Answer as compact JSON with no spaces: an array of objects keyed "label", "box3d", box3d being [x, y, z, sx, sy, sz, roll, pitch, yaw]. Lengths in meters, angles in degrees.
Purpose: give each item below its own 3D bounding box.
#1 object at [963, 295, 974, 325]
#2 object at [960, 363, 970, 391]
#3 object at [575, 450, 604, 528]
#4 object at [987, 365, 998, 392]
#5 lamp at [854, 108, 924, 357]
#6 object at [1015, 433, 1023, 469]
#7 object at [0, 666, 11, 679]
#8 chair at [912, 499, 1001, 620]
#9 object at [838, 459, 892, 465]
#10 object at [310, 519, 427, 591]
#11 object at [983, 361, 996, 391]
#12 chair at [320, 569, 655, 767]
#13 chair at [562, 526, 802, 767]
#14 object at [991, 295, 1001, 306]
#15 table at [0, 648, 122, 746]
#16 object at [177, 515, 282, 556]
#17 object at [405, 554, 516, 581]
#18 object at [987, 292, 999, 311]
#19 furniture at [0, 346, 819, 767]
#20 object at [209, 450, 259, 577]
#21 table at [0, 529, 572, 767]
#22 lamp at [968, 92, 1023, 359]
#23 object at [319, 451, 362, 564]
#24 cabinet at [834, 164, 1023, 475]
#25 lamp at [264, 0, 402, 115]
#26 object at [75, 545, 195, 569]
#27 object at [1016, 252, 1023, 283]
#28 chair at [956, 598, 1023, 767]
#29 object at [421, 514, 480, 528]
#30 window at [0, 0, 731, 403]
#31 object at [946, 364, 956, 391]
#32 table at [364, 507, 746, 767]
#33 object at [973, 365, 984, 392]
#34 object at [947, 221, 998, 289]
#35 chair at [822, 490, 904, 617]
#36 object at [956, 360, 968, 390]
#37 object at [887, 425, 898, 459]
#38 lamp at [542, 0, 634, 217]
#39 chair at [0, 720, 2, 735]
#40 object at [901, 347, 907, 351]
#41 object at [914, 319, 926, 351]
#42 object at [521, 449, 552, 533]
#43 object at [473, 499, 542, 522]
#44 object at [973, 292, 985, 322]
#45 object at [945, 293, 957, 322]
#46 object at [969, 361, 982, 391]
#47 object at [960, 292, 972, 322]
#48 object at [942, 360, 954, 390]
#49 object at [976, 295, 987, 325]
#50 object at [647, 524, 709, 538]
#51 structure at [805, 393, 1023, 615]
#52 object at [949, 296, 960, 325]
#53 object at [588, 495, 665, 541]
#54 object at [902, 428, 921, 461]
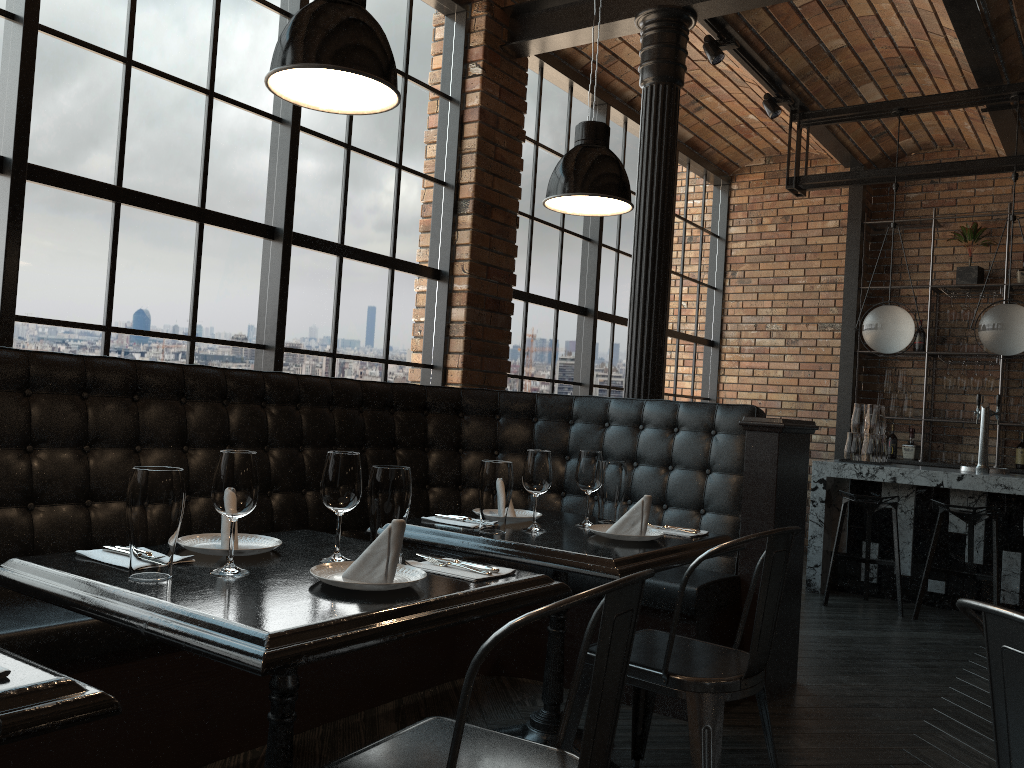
[{"label":"object","box3d":[3.918,-0.635,7.606,0.092,0.244,0.092,2,-2,41]},{"label":"object","box3d":[3.881,-0.063,7.591,0.092,0.244,0.092,2,-2,41]},{"label":"object","box3d":[0.250,0.340,2.892,0.092,0.244,0.092,4,-2,-4]},{"label":"object","box3d":[4.047,-0.056,7.475,0.092,0.244,0.092,2,-2,41]},{"label":"lamp","box3d":[2.676,-1.064,6.223,0.340,1.754,0.340,4,-2,-9]},{"label":"object","box3d":[4.177,0.547,7.258,0.086,0.299,0.086,4,-2,-6]},{"label":"object","box3d":[-0.754,0.340,1.091,0.255,0.019,0.157,3,-2,35]},{"label":"chair","box3d":[2.763,1.085,5.405,0.475,0.737,0.414,2,-2,40]},{"label":"object","box3d":[2.520,0.553,6.321,0.273,0.019,0.437,3,-2,35]},{"label":"object","box3d":[-0.285,0.334,1.783,0.232,0.139,0.232,3,-2,32]},{"label":"object","box3d":[3.953,-0.065,7.340,0.092,0.244,0.092,2,-2,41]},{"label":"chair","box3d":[-0.062,0.737,1.618,0.558,0.857,0.504,3,-2,30]},{"label":"chair","box3d":[0.485,0.797,2.506,0.558,0.857,0.504,2,-2,40]},{"label":"object","box3d":[4.084,-0.627,7.490,0.092,0.244,0.092,2,-2,41]},{"label":"table","box3d":[-1.112,0.702,0.985,0.872,0.758,0.872,3,-2,35]},{"label":"object","box3d":[-0.646,0.318,2.042,0.232,0.139,0.232,3,-2,29]},{"label":"object","box3d":[-0.133,0.405,1.986,0.255,0.019,0.157,3,-2,35]},{"label":"object","box3d":[3.990,-0.637,7.355,0.092,0.244,0.092,2,-2,41]},{"label":"furniture","box3d":[-1.027,0.515,2.271,1.979,1.212,5.451,3,-2,35]},{"label":"object","box3d":[-0.560,0.257,1.784,0.092,0.244,0.092,4,-2,-16]},{"label":"table","box3d":[-0.491,0.767,1.879,0.872,0.758,0.872,3,-2,35]},{"label":"lamp","box3d":[3.277,-1.037,5.804,0.340,1.754,0.340,4,-2,-9]},{"label":"object","box3d":[-0.384,0.274,1.980,0.092,0.244,0.092,4,-2,-4]},{"label":"cabinet","box3d":[4.399,-0.224,7.105,7.075,3.779,0.564,3,-2,35]},{"label":"lamp","box3d":[-0.333,-1.454,1.942,0.291,1.653,0.291,5,-2,-30]},{"label":"object","box3d":[-0.775,0.359,1.857,0.255,0.019,0.157,3,-2,35]},{"label":"object","box3d":[4.238,-0.949,7.319,0.123,0.279,0.123,3,-2,24]},{"label":"chair","box3d":[1.032,0.803,1.427,0.558,0.857,0.504,4,-2,-10]},{"label":"object","box3d":[-0.142,0.425,2.769,0.255,0.019,0.157,3,-2,35]},{"label":"window","box3d":[-2.650,-0.870,1.992,0.168,3.253,16.179,3,-2,35]},{"label":"object","box3d":[3.791,-0.067,7.654,0.092,0.244,0.092,2,-2,41]},{"label":"table","box3d":[0.137,0.833,2.784,0.872,0.758,0.872,3,-2,35]},{"label":"object","box3d":[3.962,-0.060,7.534,0.092,0.244,0.092,2,-2,41]},{"label":"object","box3d":[3.924,-1.100,7.578,0.377,0.554,0.422,3,-2,23]},{"label":"chair","box3d":[2.295,1.063,5.732,0.475,0.737,0.414,3,-2,25]},{"label":"object","box3d":[3.787,-0.073,7.455,0.092,0.244,0.092,2,-2,41]},{"label":"object","box3d":[3.345,0.507,7.801,0.086,0.297,0.086,4,-2,-21]},{"label":"lamp","box3d":[0.295,-1.389,2.846,0.291,1.653,0.291,4,-2,-10]},{"label":"chair","box3d":[-0.776,0.667,0.754,0.558,0.857,0.504,2,-2,40]},{"label":"object","box3d":[3.429,-0.413,7.824,0.123,0.279,0.123,3,-2,24]},{"label":"object","box3d":[3.566,-0.417,7.749,0.086,0.299,0.086,4,-2,-6]},{"label":"object","box3d":[0.074,0.324,2.697,0.092,0.244,0.092,4,-2,-4]},{"label":"object","box3d":[-0.012,0.384,2.954,0.232,0.139,0.232,3,-2,29]},{"label":"object","box3d":[3.905,-0.641,7.415,0.092,0.244,0.092,2,-2,41]},{"label":"object","box3d":[3.734,-0.649,7.534,0.092,0.244,0.092,2,-2,41]},{"label":"object","box3d":[3.868,-0.069,7.399,0.092,0.244,0.092,2,-2,41]},{"label":"object","box3d":[3.824,-0.645,7.471,0.092,0.244,0.092,2,-2,41]},{"label":"object","box3d":[3.697,-0.077,7.518,0.092,0.244,0.092,2,-2,41]},{"label":"object","box3d":[3.999,-0.631,7.550,0.092,0.244,0.092,2,-2,41]},{"label":"object","box3d":[0.501,0.471,2.898,0.255,0.019,0.157,3,-2,35]},{"label":"structure","box3d":[4.797,0.869,5.360,5.346,1.430,1.930,3,-2,35]},{"label":"object","box3d":[3.828,-0.639,7.669,0.092,0.244,0.092,2,-2,41]},{"label":"object","box3d":[0.349,0.400,2.695,0.232,0.139,0.232,3,-2,32]},{"label":"object","box3d":[3.479,0.524,7.721,0.123,0.279,0.123,5,-2,-41]}]
